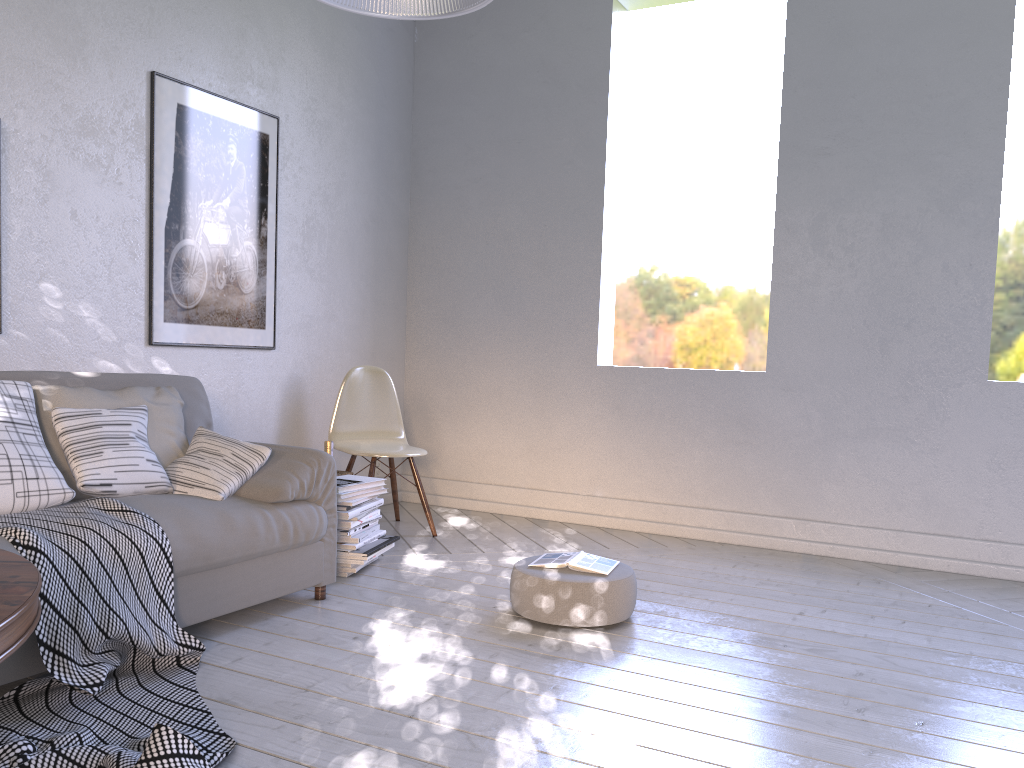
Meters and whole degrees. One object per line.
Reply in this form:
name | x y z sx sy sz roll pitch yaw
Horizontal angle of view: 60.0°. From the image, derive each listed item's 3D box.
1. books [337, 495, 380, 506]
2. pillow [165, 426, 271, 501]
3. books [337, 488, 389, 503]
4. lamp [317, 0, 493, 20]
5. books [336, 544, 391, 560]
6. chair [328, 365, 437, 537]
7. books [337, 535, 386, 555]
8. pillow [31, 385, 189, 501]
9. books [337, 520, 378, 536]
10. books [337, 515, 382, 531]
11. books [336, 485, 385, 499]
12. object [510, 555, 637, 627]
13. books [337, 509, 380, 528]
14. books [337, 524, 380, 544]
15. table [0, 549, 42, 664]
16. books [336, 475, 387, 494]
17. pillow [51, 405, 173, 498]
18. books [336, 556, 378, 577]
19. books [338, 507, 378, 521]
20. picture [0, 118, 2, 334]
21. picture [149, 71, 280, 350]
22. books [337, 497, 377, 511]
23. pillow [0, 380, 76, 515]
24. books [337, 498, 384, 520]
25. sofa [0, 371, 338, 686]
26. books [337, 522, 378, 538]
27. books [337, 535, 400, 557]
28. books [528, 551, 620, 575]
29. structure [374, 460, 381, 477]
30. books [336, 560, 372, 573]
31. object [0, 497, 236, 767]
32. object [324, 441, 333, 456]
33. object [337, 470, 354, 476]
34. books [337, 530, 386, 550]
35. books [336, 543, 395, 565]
books | -0.589 0.401 3.138 0.160 0.012 0.254 2 2 12
pillow | -0.892 0.245 2.582 0.312 0.221 0.213 3 3 26
books | -0.598 0.387 3.154 0.182 0.016 0.289 3 2 27
lamp | -0.182 -0.944 1.405 0.356 0.585 0.353 0 4 -35
books | -0.572 0.574 3.129 0.232 0.014 0.307 2 2 9
chair | -0.545 0.279 3.761 0.368 0.707 0.413 0 4 -34
books | -0.589 0.559 3.123 0.182 0.016 0.288 3 2 17
pillow | -1.105 0.159 2.503 0.150 0.314 0.491 4 3 27
books | -0.598 0.498 3.129 0.159 0.012 0.285 2 2 12
books | -0.591 0.486 3.151 0.160 0.013 0.256 3 2 17
books | -0.599 0.371 3.136 0.182 0.016 0.288 3 2 22
object | 0.182 0.606 2.642 0.376 0.135 0.376 3 2 15
books | -0.597 0.470 3.135 0.174 0.021 0.273 2 2 12
books | -0.586 0.526 3.144 0.167 0.017 0.262 2 2 7
table | -0.960 0.480 0.974 0.736 0.433 0.950 2 2 -2
books | -0.595 0.353 3.138 0.173 0.021 0.273 3 2 27
pillow | -1.068 0.190 2.378 0.153 0.257 0.313 4 3 27
books | -0.613 0.638 3.145 0.182 0.016 0.288 2 2 12
books | -0.586 0.452 3.138 0.160 0.013 0.254 2 2 7
picture | -1.650 -0.468 2.442 0.019 0.641 0.488 4 4 28
picture | -1.128 -0.619 3.408 0.019 0.959 0.629 4 4 28
books | -0.602 0.414 3.129 0.159 0.012 0.285 2 2 12
pillow | -1.268 0.129 2.040 0.218 0.386 0.455 4 3 29
books | -0.593 0.434 3.127 0.175 0.025 0.330 3 2 12
sofa | -1.266 0.318 2.049 0.763 0.684 1.867 4 2 28
books | -0.596 0.510 3.143 0.160 0.012 0.254 2 2 12
books | -0.566 0.561 3.121 0.250 0.012 0.311 3 2 13
books | 0.188 0.526 2.642 0.238 0.024 0.175 3 2 18
structure | -0.674 0.423 4.420 0.019 0.083 0.049 4 4 28
books | -0.597 0.623 3.139 0.182 0.016 0.288 2 2 7
object | -0.825 0.499 1.792 0.497 0.396 1.492 0 2 -32
object | -0.751 0.421 3.615 0.095 0.379 0.095 0 4 -26
object | -0.841 0.491 3.593 0.275 0.271 0.276 4 3 28
books | -0.581 0.543 3.130 0.182 0.016 0.288 2 2 12
books | -0.576 0.588 3.127 0.232 0.014 0.314 2 2 11
